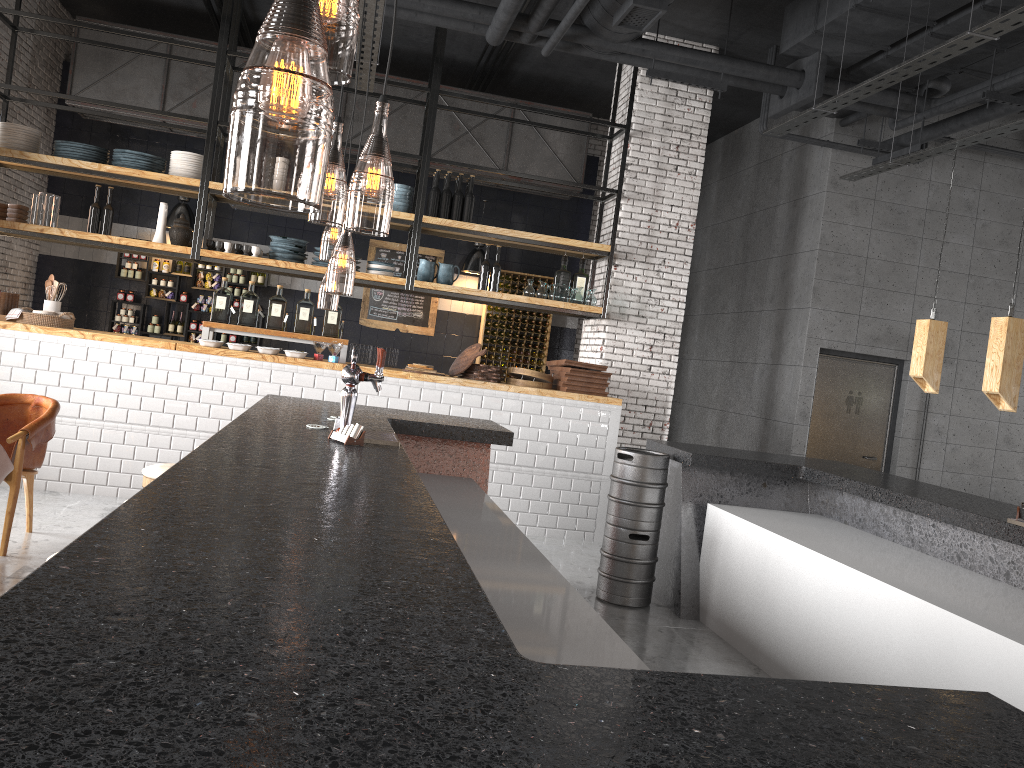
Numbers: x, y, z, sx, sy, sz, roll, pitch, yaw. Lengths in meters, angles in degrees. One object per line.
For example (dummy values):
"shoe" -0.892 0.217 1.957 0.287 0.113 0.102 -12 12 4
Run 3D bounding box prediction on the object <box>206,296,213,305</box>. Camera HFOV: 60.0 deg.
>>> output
"object" -3.741 -1.033 10.966 0.089 0.101 0.111 7 1 -45

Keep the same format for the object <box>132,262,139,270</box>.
"object" -4.568 -1.433 10.765 0.071 0.083 0.071 8 1 14

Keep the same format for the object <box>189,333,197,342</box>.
"object" -3.935 -0.579 10.928 0.092 0.112 0.100 7 1 -25

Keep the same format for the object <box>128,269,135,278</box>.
"object" -4.617 -1.342 10.759 0.076 0.111 0.076 8 1 9

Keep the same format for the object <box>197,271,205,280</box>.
"object" -3.831 -1.346 10.924 0.092 0.112 0.100 7 1 -25

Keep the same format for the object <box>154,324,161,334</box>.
"object" -4.329 -0.673 10.838 0.076 0.111 0.076 7 1 -6

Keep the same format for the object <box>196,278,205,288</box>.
"object" -3.841 -1.243 10.927 0.107 0.108 0.088 8 1 39

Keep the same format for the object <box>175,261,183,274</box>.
"object" -4.073 -1.496 10.879 0.079 0.281 0.079 7 0 -7

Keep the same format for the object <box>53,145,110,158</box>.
"object" -3.819 -2.047 7.867 0.454 0.043 0.454 7 1 -6

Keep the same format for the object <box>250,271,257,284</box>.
"object" -3.212 -1.387 11.048 0.079 0.281 0.079 7 1 -37

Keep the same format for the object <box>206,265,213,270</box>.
"object" -3.720 -1.487 10.927 0.079 0.156 0.079 8 1 24

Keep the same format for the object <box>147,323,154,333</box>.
"object" -4.409 -0.683 10.821 0.076 0.111 0.076 7 1 -36

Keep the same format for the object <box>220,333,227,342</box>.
"object" -3.573 -0.577 10.985 0.076 0.111 0.076 8 1 44

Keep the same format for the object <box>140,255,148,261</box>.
"object" -4.483 -1.562 10.800 0.081 0.113 0.071 7 1 -10

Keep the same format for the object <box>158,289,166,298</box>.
"object" -4.273 -1.105 10.848 0.107 0.108 0.088 8 1 39

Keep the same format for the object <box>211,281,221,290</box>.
"object" -3.652 -1.219 10.964 0.092 0.108 0.105 7 1 0

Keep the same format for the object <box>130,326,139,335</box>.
"object" -4.603 -0.657 10.812 0.089 0.101 0.111 7 1 -45

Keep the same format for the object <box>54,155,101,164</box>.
"object" -3.831 -1.953 7.868 0.454 0.033 0.454 7 1 -3

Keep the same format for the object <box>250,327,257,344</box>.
"object" -3.215 -0.641 11.070 0.079 0.281 0.079 7 0 -7

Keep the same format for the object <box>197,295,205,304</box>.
"object" -3.837 -1.045 10.947 0.089 0.101 0.111 7 1 -45

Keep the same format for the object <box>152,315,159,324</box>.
"object" -4.356 -0.788 10.831 0.076 0.111 0.076 7 1 -16

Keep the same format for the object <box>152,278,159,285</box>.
"object" -4.350 -1.249 10.813 0.071 0.083 0.071 8 1 14

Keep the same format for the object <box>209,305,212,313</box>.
"object" -3.693 -0.930 10.968 0.092 0.112 0.100 7 1 -25

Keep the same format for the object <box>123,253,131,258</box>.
"object" -4.666 -1.585 10.764 0.081 0.113 0.071 7 1 -10

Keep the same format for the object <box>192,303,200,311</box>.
"object" -3.902 -0.956 10.927 0.118 0.111 0.085 7 1 -42

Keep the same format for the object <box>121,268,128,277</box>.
"object" -4.697 -1.352 10.744 0.076 0.111 0.076 7 1 -1

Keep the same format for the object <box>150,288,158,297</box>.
"object" -4.375 -1.120 10.827 0.092 0.112 0.100 7 1 -25

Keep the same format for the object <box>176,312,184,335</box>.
"object" -4.074 -0.749 10.900 0.079 0.281 0.079 7 1 -42

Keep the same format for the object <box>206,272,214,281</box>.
"object" -3.728 -1.331 10.945 0.107 0.108 0.088 8 1 39

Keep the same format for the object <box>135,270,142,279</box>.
"object" -4.536 -1.332 10.777 0.076 0.111 0.076 7 1 -16

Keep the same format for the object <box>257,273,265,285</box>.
"object" -3.120 -1.376 11.066 0.079 0.281 0.079 7 0 -17

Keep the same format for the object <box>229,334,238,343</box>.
"object" -3.466 -0.578 11.028 0.100 0.139 0.088 7 1 -10

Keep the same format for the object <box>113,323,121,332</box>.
"object" -4.805 -0.688 10.760 0.085 0.111 0.118 8 1 38

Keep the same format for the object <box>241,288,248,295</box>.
"object" -3.319 -1.134 11.016 0.076 0.111 0.076 8 1 44

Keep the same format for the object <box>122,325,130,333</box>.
"object" -4.700 -0.670 10.792 0.111 0.101 0.090 8 1 40

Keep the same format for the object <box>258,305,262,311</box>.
"object" -3.174 -0.944 11.064 0.107 0.108 0.088 8 1 39

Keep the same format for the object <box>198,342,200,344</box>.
"object" -3.856 -0.465 10.949 0.092 0.108 0.105 7 1 0

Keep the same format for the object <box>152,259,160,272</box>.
"object" -4.334 -1.443 10.811 0.079 0.156 0.079 8 1 19

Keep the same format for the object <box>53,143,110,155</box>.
"object" -3.817 -2.071 7.867 0.453 0.047 0.454 7 2 -14

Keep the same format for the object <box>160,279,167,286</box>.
"object" -4.258 -1.238 10.831 0.070 0.083 0.071 7 1 -21

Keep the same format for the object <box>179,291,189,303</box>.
"object" -4.032 -1.068 10.904 0.100 0.139 0.088 7 1 -10

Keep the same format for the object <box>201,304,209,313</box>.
"object" -3.795 -0.938 10.959 0.089 0.101 0.111 7 1 -45

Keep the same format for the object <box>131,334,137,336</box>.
"object" -4.611 -0.562 10.803 0.092 0.112 0.100 7 1 -25

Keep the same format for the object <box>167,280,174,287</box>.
"object" -4.175 -1.227 10.848 0.070 0.083 0.071 7 1 -21

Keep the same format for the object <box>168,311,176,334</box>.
"object" -4.166 -0.761 10.882 0.079 0.281 0.079 7 0 -2

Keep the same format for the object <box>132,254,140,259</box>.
"object" -4.571 -1.573 10.782 0.081 0.113 0.071 7 1 -10

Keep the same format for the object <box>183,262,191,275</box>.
"object" -3.982 -1.485 10.897 0.079 0.281 0.079 7 0 -32

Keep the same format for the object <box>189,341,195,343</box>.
"object" -3.945 -0.476 10.931 0.107 0.108 0.088 8 1 39

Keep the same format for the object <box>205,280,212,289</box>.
"object" -3.745 -1.233 10.945 0.092 0.112 0.100 7 1 -25

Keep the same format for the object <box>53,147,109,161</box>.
"object" -3.822 -2.023 7.868 0.453 0.038 0.455 6 2 -34

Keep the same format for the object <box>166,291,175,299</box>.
"object" -4.183 -1.094 10.866 0.092 0.108 0.105 7 1 0

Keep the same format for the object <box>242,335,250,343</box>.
"object" -3.303 -0.652 11.050 0.079 0.281 0.079 8 0 8

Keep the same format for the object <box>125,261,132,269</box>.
"object" -4.648 -1.443 10.750 0.070 0.083 0.071 7 1 -21

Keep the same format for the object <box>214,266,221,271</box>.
"object" -3.627 -1.476 10.946 0.079 0.156 0.079 7 1 -26

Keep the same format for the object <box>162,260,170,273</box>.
"object" -4.229 -1.430 10.831 0.079 0.156 0.079 7 1 -26

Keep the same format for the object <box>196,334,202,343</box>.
"object" -3.843 -0.565 10.948 0.092 0.108 0.105 7 1 0

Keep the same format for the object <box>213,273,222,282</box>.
"object" -3.639 -1.319 10.963 0.092 0.108 0.105 7 1 0
